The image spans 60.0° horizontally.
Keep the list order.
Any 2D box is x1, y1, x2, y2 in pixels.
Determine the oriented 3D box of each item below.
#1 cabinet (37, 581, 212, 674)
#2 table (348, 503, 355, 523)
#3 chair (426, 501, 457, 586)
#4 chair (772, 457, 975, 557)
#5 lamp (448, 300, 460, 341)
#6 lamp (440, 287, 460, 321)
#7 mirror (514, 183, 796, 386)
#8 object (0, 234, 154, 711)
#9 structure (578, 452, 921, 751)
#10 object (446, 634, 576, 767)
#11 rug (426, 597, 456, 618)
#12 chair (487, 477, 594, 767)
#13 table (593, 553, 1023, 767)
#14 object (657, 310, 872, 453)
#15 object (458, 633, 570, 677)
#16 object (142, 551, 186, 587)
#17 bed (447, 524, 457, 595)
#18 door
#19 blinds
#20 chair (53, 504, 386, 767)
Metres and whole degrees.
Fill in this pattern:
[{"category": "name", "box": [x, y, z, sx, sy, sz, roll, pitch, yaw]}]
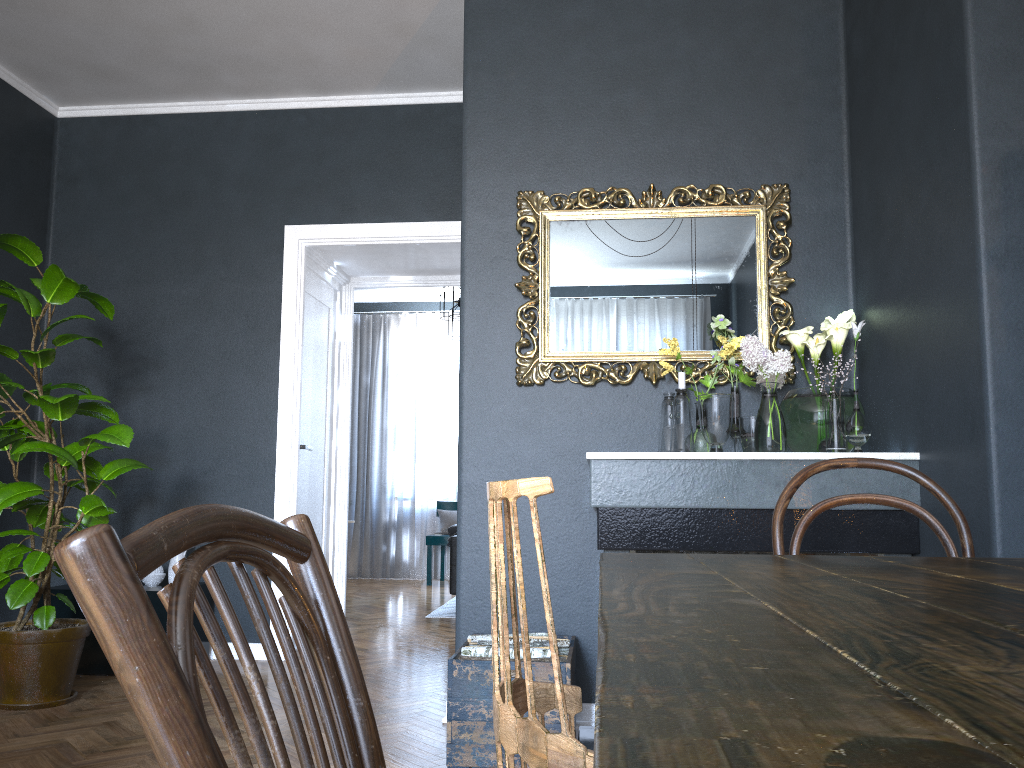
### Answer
[{"category": "cabinet", "box": [-1.883, 1.183, 4.331, 0.650, 0.389, 0.457, 0, -7, 6]}, {"category": "table", "box": [-1.769, 1.433, 8.465, 0.594, 0.958, 0.732, -2, -7, 20]}, {"category": "chair", "box": [-0.588, 1.555, 8.728, 0.435, 0.797, 0.593, 0, -7, 6]}, {"category": "chair", "box": [0.727, 0.583, 1.631, 0.438, 0.919, 0.550, -1, -7, 8]}, {"category": "lamp", "box": [-0.439, -0.788, 7.707, 0.210, 0.803, 0.210, -2, -7, 19]}, {"category": "lamp", "box": [-0.481, -0.888, 7.329, 0.210, 0.713, 0.210, -2, -7, 19]}, {"category": "mirror", "box": [0.536, -0.381, 3.388, 1.057, 0.783, 0.067, 0, -7, 6]}, {"category": "object", "box": [-2.013, 0.348, 3.708, 1.118, 1.895, 0.765, 0, -7, 0]}, {"category": "structure", "box": [0.739, 0.723, 2.868, 1.065, 0.979, 0.835, 0, -7, 6]}, {"category": "object", "box": [0.017, 1.051, 2.985, 0.383, 0.325, 0.553, 0, -7, 6]}, {"category": "rug", "box": [0.217, 1.754, 7.112, 1.458, 0.013, 2.049, 0, -7, 6]}, {"category": "chair", "box": [0.141, 0.555, 1.160, 0.384, 0.855, 0.457, 1, -7, -9]}, {"category": "table", "box": [0.642, 0.571, 0.789, 1.126, 0.726, 1.607, 0, -7, 6]}, {"category": "object", "box": [0.873, -0.014, 3.102, 0.727, 0.546, 0.475, -1, -7, 9]}, {"category": "object", "box": [0.022, 0.976, 2.994, 0.370, 0.246, 0.534, 0, -7, 6]}, {"category": "object", "box": [-1.749, 0.860, 4.387, 0.228, 0.267, 0.229, -5, -9, 39]}, {"category": "bed", "box": [0.736, 1.180, 7.159, 2.375, 1.159, 2.270, 0, -7, 6]}, {"category": "door", "box": [-1.177, 0.387, 5.145, 0.162, 2.183, 0.858, 0, -7, 6]}, {"category": "blinds", "box": [0.014, 0.613, 9.192, 3.992, 2.784, 0.313, 0, -7, 6]}, {"category": "chair", "box": [0.021, 0.484, 0.517, 0.467, 0.818, 0.363, 0, -7, 5]}]
